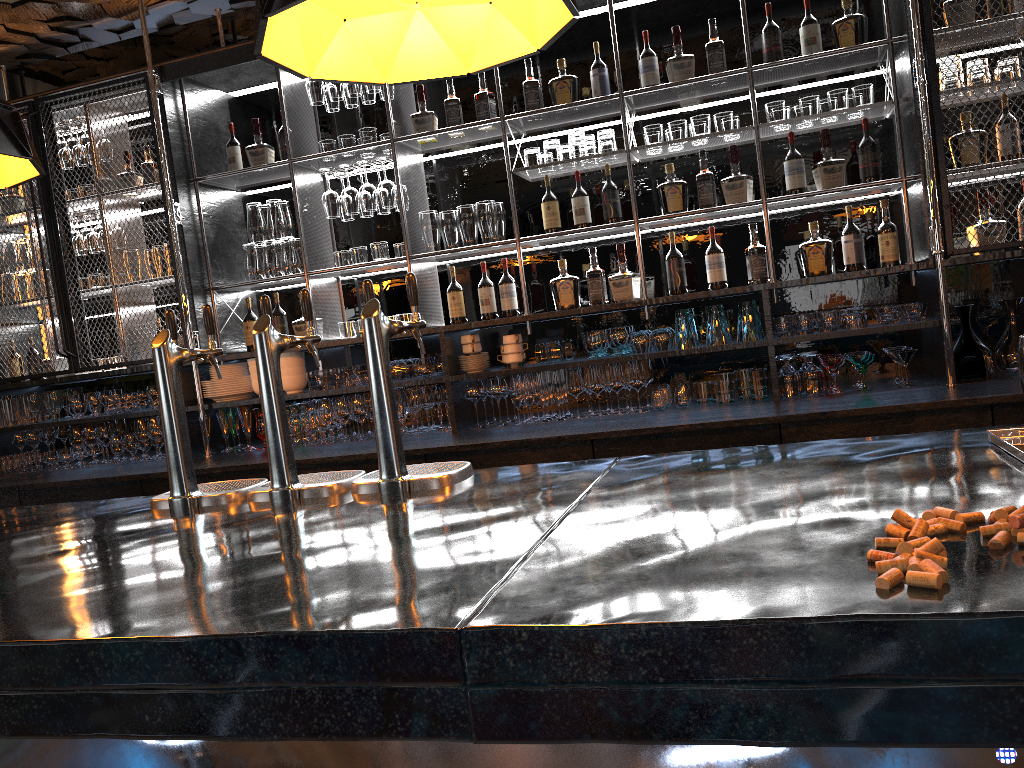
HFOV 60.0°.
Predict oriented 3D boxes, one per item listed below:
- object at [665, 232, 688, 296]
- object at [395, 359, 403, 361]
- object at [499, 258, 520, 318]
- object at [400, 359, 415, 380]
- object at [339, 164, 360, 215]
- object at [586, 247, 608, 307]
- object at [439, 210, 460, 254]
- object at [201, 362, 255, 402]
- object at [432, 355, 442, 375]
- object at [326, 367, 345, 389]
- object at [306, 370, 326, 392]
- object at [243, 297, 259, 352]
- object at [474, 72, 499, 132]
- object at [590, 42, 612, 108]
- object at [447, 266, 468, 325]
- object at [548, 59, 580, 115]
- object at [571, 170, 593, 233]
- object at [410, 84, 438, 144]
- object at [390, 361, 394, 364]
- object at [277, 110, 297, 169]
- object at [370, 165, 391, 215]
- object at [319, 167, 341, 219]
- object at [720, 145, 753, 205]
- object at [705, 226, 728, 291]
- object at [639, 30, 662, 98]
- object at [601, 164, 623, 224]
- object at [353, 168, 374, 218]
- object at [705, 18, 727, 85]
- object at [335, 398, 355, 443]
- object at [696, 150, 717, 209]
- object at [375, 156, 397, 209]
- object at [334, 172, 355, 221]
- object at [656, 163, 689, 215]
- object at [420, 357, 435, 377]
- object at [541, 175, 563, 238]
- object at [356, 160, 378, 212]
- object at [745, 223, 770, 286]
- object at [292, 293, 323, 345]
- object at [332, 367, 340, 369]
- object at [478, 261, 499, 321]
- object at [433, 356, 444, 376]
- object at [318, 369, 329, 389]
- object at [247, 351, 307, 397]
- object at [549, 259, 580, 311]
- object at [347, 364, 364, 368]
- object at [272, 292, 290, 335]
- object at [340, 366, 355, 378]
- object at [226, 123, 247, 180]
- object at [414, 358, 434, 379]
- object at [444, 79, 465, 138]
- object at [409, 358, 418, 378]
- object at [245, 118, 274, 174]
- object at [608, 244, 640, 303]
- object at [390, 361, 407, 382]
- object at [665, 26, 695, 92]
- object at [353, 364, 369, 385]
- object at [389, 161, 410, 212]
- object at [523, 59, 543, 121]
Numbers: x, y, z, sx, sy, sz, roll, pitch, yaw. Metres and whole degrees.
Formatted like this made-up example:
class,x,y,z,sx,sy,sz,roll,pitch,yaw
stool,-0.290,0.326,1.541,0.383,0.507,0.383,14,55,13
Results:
class,x,y,z,sx,sy,sz,roll,pitch,yaw
object,0.759,-0.559,4.129,0.086,0.297,0.086,-10,4,-39
object,-0.588,-0.077,4.654,0.093,0.099,0.093,-6,4,18
object,-0.020,-0.475,4.397,0.086,0.298,0.086,-9,4,-24
object,-0.537,-0.073,4.477,0.093,0.099,0.093,-8,3,-12
object,-0.820,-0.981,4.476,0.092,0.244,0.092,-9,4,-23
object,0.403,-0.513,4.263,0.083,0.282,0.083,-6,4,17
object,-0.312,-0.768,4.500,0.105,0.209,0.105,-9,4,-28
object,-1.509,-0.013,4.765,0.306,0.195,0.300,-6,4,18
object,-0.390,-0.097,4.595,0.095,0.096,0.095,-5,4,33
object,-0.898,-0.029,4.525,0.100,0.100,0.089,-10,4,-37
object,-0.992,-0.015,4.495,0.100,0.100,0.089,-6,4,21
object,-1.413,-0.321,4.813,0.086,0.299,0.086,-9,4,-24
object,-0.133,-1.386,4.334,0.083,0.282,0.083,-5,4,32
object,0.413,-1.460,4.183,0.086,0.298,0.086,-9,4,-24
object,-0.284,-0.445,4.474,0.086,0.299,0.086,-9,4,-24
object,0.249,-1.416,4.220,0.151,0.248,0.094,-6,4,20
object,0.332,-0.881,4.281,0.086,0.298,0.086,-9,4,-24
object,-0.441,-1.349,4.427,0.123,0.279,0.123,-7,3,5
object,-0.615,-0.067,4.553,0.093,0.099,0.093,-7,3,4
object,-1.182,-1.285,4.650,0.086,0.299,0.086,-9,4,-24
object,-0.680,-1.007,4.605,0.092,0.244,0.092,-9,4,-23
object,-0.925,-0.969,4.507,0.092,0.244,0.092,-9,4,-23
object,1.019,-0.943,4.029,0.123,0.279,0.123,-5,4,30
object,0.941,-0.581,4.109,0.086,0.298,0.086,-9,4,-24
object,0.634,-1.485,4.110,0.086,0.298,0.086,-9,4,-24
object,0.469,-0.894,4.210,0.086,0.297,0.086,-9,4,-24
object,-0.775,-0.996,4.634,0.092,0.244,0.092,-9,4,-23
object,0.921,-1.508,4.017,0.083,0.282,0.083,-6,4,17
object,-0.844,0.181,4.467,0.084,0.216,0.084,-5,4,32
object,0.891,-0.932,4.081,0.083,0.282,0.083,-6,4,17
object,-0.627,-1.002,4.418,0.092,0.244,0.092,-9,4,-23
object,-0.879,-0.985,4.665,0.092,0.244,0.092,-9,4,-23
object,0.746,-0.898,4.126,0.151,0.248,0.094,-7,3,6
object,-0.426,-0.083,4.434,0.095,0.096,0.095,-6,4,17
object,0.186,-0.862,4.298,0.086,0.299,0.086,-9,4,-24
object,-0.726,-0.991,4.448,0.092,0.244,0.092,-9,4,-23
object,1.114,-0.592,4.050,0.083,0.282,0.083,-7,3,2
object,-1.085,-0.346,4.695,0.123,0.279,0.123,-5,4,30
object,-0.934,-0.036,4.721,0.100,0.100,0.089,-6,4,24
object,-0.127,-0.465,4.453,0.086,0.298,0.086,-9,4,-24
object,-0.343,-0.090,4.375,0.095,0.096,0.095,-4,4,41
object,-0.967,-0.025,4.606,0.100,0.100,0.089,-8,3,-11
object,-1.225,-0.053,4.644,0.309,0.216,0.149,-6,3,14
object,0.258,-0.479,4.307,0.151,0.248,0.094,-7,3,6
object,-0.832,-0.050,4.736,0.089,0.100,0.100,-7,3,10
object,-1.239,-0.339,4.728,0.086,0.297,0.086,-10,4,-39
object,-0.864,-0.040,4.641,0.100,0.100,0.089,-9,4,-31
object,-1.492,-1.253,4.772,0.086,0.298,0.086,-9,4,-24
object,-0.430,-0.076,4.326,0.095,0.096,0.095,-8,3,-9
object,-0.291,-1.368,4.381,0.083,0.282,0.083,-7,3,2
object,-0.504,-0.083,4.572,0.093,0.099,0.093,-7,3,4
object,-1.333,-1.257,4.678,0.123,0.279,0.123,-7,3,5
object,0.531,-0.524,4.210,0.123,0.279,0.123,-5,4,30
object,-0.562,-0.064,4.376,0.093,0.099,0.093,-5,4,36
object,0.764,-1.488,4.050,0.123,0.279,0.123,-7,3,6
object,-0.746,-0.046,4.484,0.109,0.100,0.109,-7,3,0
object,-0.582,-1.017,4.576,0.092,0.244,0.092,-9,4,-23
object,0.094,-1.417,4.265,0.083,0.282,0.083,-7,3,2
